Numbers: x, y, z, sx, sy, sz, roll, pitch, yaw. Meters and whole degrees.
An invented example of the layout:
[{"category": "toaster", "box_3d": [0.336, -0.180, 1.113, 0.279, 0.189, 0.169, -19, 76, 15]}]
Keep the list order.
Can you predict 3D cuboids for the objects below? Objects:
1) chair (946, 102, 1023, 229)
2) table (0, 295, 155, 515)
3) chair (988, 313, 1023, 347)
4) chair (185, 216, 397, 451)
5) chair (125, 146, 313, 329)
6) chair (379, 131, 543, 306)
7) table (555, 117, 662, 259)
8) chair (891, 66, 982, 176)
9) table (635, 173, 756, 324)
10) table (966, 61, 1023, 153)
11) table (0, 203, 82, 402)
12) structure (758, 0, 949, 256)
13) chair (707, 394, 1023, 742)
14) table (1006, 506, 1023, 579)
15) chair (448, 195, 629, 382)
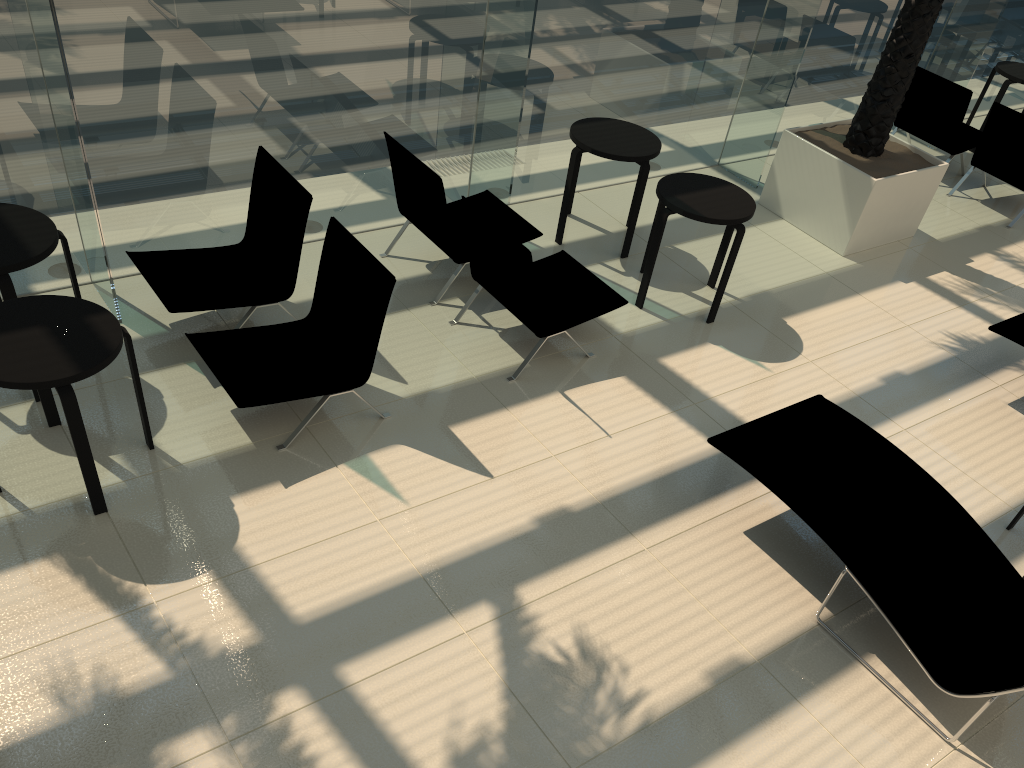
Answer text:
[{"category": "chair", "box_3d": [4.851, -2.115, 8.219, 0.865, 0.963, 0.673, -19, 49, -30]}, {"category": "table", "box_3d": [-2.150, 0.103, 4.144, 0.678, 0.847, 0.623, 14, 41, 4]}, {"category": "chair", "box_3d": [4.158, -0.049, 5.440, 0.897, 1.256, 1.917, -22, 50, -31]}, {"category": "chair", "box_3d": [-1.198, -0.257, 4.684, 0.865, 0.963, 0.673, -19, 49, -30]}, {"category": "chair", "box_3d": [-1.728, -0.773, 5.157, 0.865, 0.963, 0.673, -19, 49, -30]}, {"category": "chair", "box_3d": [-0.332, -1.193, 5.963, 0.865, 0.963, 0.673, -19, 49, -30]}, {"category": "table", "box_3d": [0.708, -1.493, 6.644, 0.681, 0.847, 0.620, 8, 41, -3]}, {"category": "chair", "box_3d": [4.321, -2.631, 8.692, 0.865, 0.963, 0.673, -19, 49, -30]}, {"category": "table", "box_3d": [1.259, -0.957, 6.152, 0.681, 0.847, 0.620, 8, 41, -3]}, {"category": "table", "box_3d": [5.341, -2.924, 9.361, 0.681, 0.847, 0.620, 8, 41, -3]}, {"category": "table", "box_3d": [-2.701, -0.434, 4.636, 0.678, 0.847, 0.623, 14, 41, 4]}, {"category": "structure", "box_3d": [3.223, -4.273, 5.208, 4.291, 7.605, 4.584, -26, 52, -34]}, {"category": "chair", "box_3d": [1.990, 0.621, 4.169, 0.897, 1.256, 1.917, -22, 50, -31]}, {"category": "table", "box_3d": [3.114, 0.803, 4.765, 0.554, 0.562, 0.506, 11, 41, 1]}, {"category": "chair", "box_3d": [0.198, -0.677, 5.490, 0.865, 0.963, 0.673, -19, 49, -30]}]
